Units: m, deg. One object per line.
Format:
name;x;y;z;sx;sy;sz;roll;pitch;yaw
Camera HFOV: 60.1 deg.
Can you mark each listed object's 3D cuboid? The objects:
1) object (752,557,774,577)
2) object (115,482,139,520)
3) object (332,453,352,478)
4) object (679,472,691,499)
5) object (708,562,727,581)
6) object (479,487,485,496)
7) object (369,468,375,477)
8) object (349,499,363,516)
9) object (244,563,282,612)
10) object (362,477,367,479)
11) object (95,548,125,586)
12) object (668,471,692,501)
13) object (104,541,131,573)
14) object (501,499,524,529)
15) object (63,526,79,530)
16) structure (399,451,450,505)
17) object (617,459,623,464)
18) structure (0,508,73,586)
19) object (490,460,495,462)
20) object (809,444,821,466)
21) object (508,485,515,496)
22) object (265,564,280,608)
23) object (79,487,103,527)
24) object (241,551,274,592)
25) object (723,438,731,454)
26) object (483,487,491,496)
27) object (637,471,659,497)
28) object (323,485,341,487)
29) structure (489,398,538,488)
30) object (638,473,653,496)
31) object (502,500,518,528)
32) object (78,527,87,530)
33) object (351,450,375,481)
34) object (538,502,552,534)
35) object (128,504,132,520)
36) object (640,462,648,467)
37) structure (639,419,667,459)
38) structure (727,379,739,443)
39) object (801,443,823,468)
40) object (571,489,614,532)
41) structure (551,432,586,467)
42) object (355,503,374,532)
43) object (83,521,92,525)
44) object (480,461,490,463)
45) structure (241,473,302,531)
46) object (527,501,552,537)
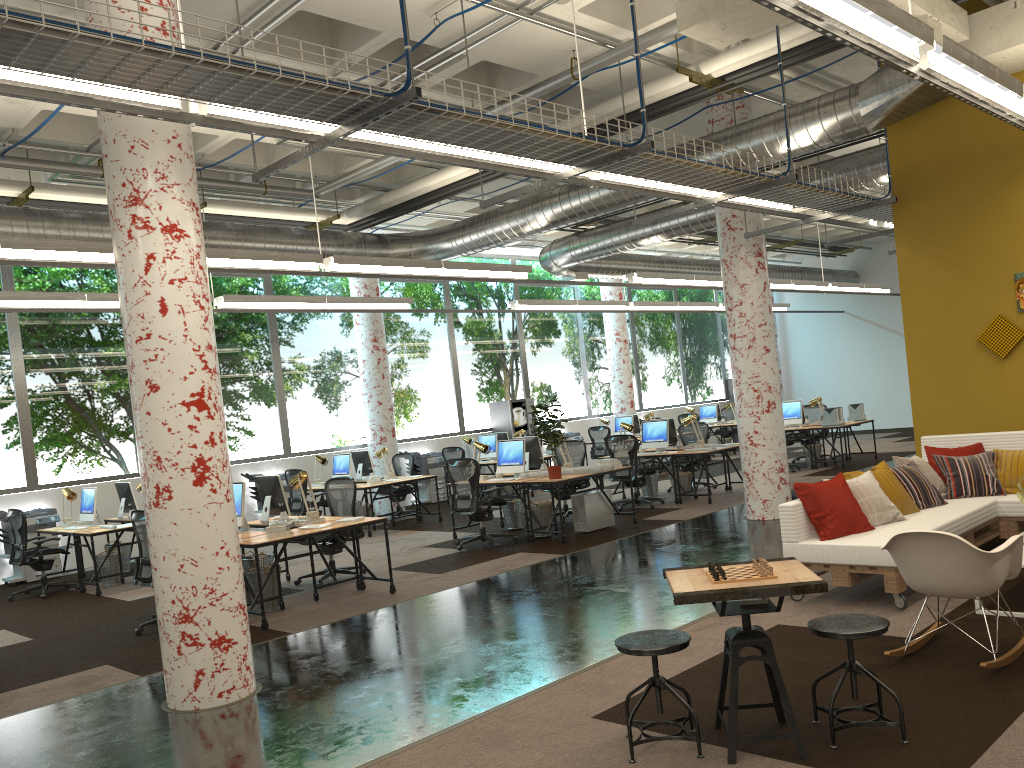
object;1.117;0.807;3.950;0.056;0.053;0.250;-6;-2;5
object;-5.109;1.538;11.696;0.189;0.486;0.485;-7;1;-45
object;-2.627;1.330;13.795;0.189;0.486;0.485;-7;1;-45
object;2.577;1.513;13.222;0.119;0.404;0.236;-7;1;-44
object;0.917;0.829;3.970;0.056;0.053;0.249;-6;-2;5
object;-0.634;2.000;17.293;0.352;0.399;0.354;-6;0;-26
object;-2.228;1.433;14.073;0.101;0.209;0.101;-6;1;0
object;-2.614;2.106;14.575;0.359;0.435;0.352;-6;0;42
object;-2.305;1.885;8.241;0.359;0.435;0.352;-6;0;42
object;-2.462;1.567;14.734;0.106;0.029;0.059;-5;-2;-44
object;-4.960;2.255;10.952;0.359;0.435;0.352;-6;0;42
object;2.517;1.505;13.170;0.359;0.435;0.352;-6;0;42
object;-5.286;2.319;11.919;0.359;0.435;0.352;-6;0;42
object;0.023;1.717;11.889;0.359;0.435;0.352;-6;0;42
object;-5.449;1.790;11.006;0.118;0.017;0.440;-5;-2;-45
structure;-1.592;1.753;16.940;1.054;1.059;0.504;-6;0;-45
object;2.348;1.724;19.515;0.119;0.404;0.236;-7;1;-44
structure;-6.549;2.148;12.008;1.054;1.059;0.504;-6;0;-45
object;-0.347;1.362;15.618;0.106;0.029;0.059;-5;-2;-44
object;5.456;1.279;15.945;0.119;0.404;0.236;-7;1;-44
object;-0.021;1.874;15.854;0.119;0.404;0.236;-7;1;-44
object;-2.244;1.894;8.293;0.119;0.404;0.236;-7;1;-44
object;-5.299;1.543;11.139;0.189;0.486;0.485;-7;1;-45
object;-2.631;1.949;9.208;0.359;0.435;0.352;-6;0;42
object;5.086;1.467;20.932;0.119;0.404;0.236;-7;1;-44
object;-0.466;1.948;16.717;0.119;0.404;0.236;-7;1;-44
object;2.191;1.569;14.137;0.359;0.435;0.352;-6;0;42
object;-2.777;1.576;13.663;0.118;0.017;0.440;-5;-2;-45
structure;0.093;1.241;18.644;0.748;1.812;0.639;-7;1;-45
object;2.133;1.587;14.085;0.119;0.404;0.236;-7;1;-44
object;-0.035;1.735;11.837;0.119;0.404;0.236;-7;1;-44
object;-5.225;1.751;10.768;0.106;0.029;0.059;-5;-2;-44
object;-2.437;1.325;14.353;0.189;0.486;0.485;-7;1;-45
object;0.410;1.661;10.974;0.119;0.404;0.236;-7;1;-44
object;-4.900;1.646;11.416;0.101;0.209;0.101;-6;1;0
object;2.793;1.650;18.652;0.119;0.404;0.236;-7;1;-44
structure;3.515;1.345;22.018;1.054;1.059;0.504;-6;0;-45
structure;6.683;0.715;25.197;0.748;1.812;0.639;-7;1;-45
object;5.395;1.271;15.893;0.359;0.435;0.352;-6;0;42
object;1.017;1.577;11.070;0.539;0.455;0.221;-6;0;-45
structure;1.222;1.528;19.738;1.054;1.059;0.504;-6;0;-45
object;-2.288;2.042;13.608;0.359;0.435;0.352;-6;0;42
object;-5.478;1.710;11.425;0.101;0.209;0.101;-6;1;0
object;-0.571;1.400;15.856;0.118;0.017;0.440;-5;-2;-45
structure;-3.877;1.935;14.664;1.054;1.059;0.504;-6;0;-45
object;0.349;1.653;10.922;0.359;0.435;0.352;-6;0;42
